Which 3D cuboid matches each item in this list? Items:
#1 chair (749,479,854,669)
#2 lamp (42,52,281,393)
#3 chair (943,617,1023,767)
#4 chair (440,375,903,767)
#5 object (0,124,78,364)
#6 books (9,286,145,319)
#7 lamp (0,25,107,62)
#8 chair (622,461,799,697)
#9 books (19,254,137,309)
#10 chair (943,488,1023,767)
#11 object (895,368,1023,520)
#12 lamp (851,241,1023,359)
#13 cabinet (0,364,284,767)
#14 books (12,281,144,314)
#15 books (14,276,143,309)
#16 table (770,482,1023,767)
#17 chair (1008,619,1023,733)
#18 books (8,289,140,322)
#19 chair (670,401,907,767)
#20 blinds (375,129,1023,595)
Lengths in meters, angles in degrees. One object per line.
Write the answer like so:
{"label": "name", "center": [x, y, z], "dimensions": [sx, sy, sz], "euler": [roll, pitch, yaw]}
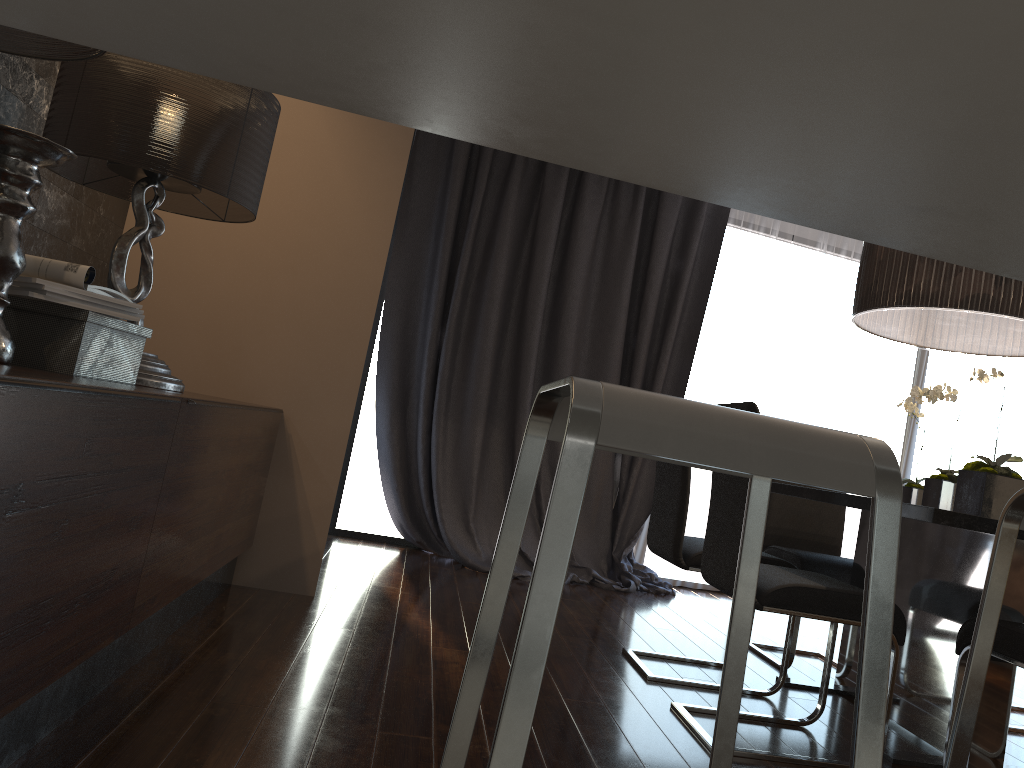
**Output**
{"label": "chair", "center": [1.397, 0.776, 3.987], "dimensions": [0.435, 0.967, 0.561], "euler": [12, -5, -7]}
{"label": "lamp", "center": [-1.100, -0.472, 2.626], "dimensions": [0.575, 0.936, 0.608], "euler": [9, -5, 19]}
{"label": "chair", "center": [1.537, 0.690, 2.321], "dimensions": [0.435, 0.967, 0.561], "euler": [12, -5, -7]}
{"label": "chair", "center": [0.138, 0.421, 0.977], "dimensions": [0.428, 0.802, 0.422], "euler": [12, -5, -8]}
{"label": "object", "center": [-1.101, -0.292, 1.872], "dimensions": [0.197, 0.487, 0.219], "euler": [7, -7, 40]}
{"label": "books", "center": [-1.127, -0.208, 2.178], "dimensions": [0.305, 0.011, 0.263], "euler": [9, -4, 28]}
{"label": "lamp", "center": [-0.973, -0.534, 1.344], "dimensions": [0.611, 0.936, 0.572], "euler": [13, -5, -18]}
{"label": "chair", "center": [0.776, 0.616, 3.354], "dimensions": [0.582, 0.967, 0.419], "euler": [12, -5, -9]}
{"label": "books", "center": [-1.162, -0.247, 2.214], "dimensions": [0.322, 0.109, 0.273], "euler": [11, -4, 2]}
{"label": "chair", "center": [0.831, 0.560, 1.110], "dimensions": [0.428, 0.802, 0.422], "euler": [12, -5, -8]}
{"label": "object", "center": [1.528, 0.199, 3.092], "dimensions": [0.317, 0.502, 0.560], "euler": [12, -5, -10]}
{"label": "lamp", "center": [1.757, -0.716, 3.273], "dimensions": [0.784, 1.106, 0.821], "euler": [10, -5, 16]}
{"label": "cabinet", "center": [1.038, -0.318, 0.384], "dimensions": [4.521, 2.507, 6.793], "euler": [11, -4, -7]}
{"label": "books", "center": [-1.122, -0.219, 2.161], "dimensions": [0.305, 0.011, 0.263], "euler": [9, -4, 28]}
{"label": "books", "center": [-1.117, -0.229, 2.154], "dimensions": [0.303, 0.011, 0.264], "euler": [8, -5, 33]}
{"label": "table", "center": [1.463, 0.836, 3.137], "dimensions": [1.057, 0.762, 1.573], "euler": [11, -4, -7]}
{"label": "chair", "center": [2.113, 0.885, 3.610], "dimensions": [0.582, 0.967, 0.419], "euler": [12, -5, -9]}
{"label": "books", "center": [-1.120, -0.197, 2.165], "dimensions": [0.302, 0.011, 0.265], "euler": [8, -5, 39]}
{"label": "chair", "center": [0.843, 0.583, 2.669], "dimensions": [0.582, 0.967, 0.419], "euler": [12, -5, -9]}
{"label": "blinds", "center": [2.870, 0.219, 6.110], "dimensions": [7.720, 2.902, 0.723], "euler": [12, -5, -17]}
